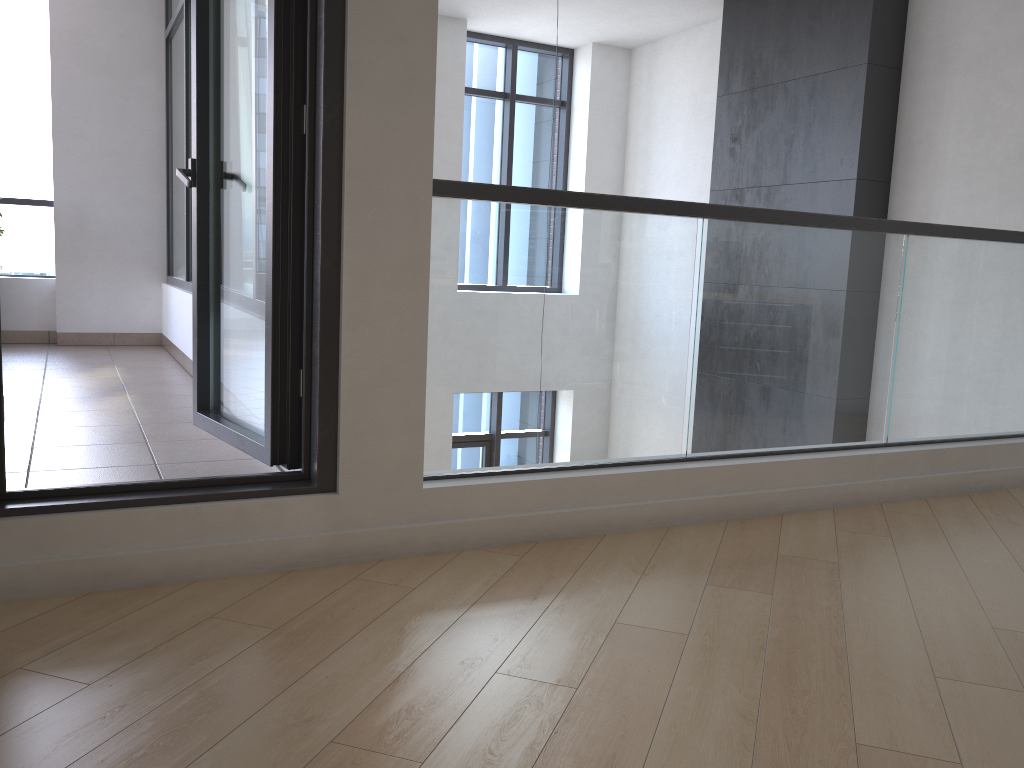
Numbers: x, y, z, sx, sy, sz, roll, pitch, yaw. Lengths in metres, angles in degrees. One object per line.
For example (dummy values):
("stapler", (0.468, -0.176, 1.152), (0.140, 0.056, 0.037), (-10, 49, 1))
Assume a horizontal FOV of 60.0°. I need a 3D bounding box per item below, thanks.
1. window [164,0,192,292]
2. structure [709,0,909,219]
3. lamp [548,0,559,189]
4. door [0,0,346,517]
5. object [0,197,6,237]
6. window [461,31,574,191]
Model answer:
("window", (-1.508, -1.649, 4.728), (0.170, 2.402, 5.002), (-1, 9, -27))
("structure", (1.818, 0.232, 6.697), (0.722, 6.351, 1.500), (-1, 9, -27))
("lamp", (0.214, -0.645, 5.786), (1.000, 4.513, 1.000), (-1, 8, -25))
("door", (-1.052, -0.985, 2.567), (0.905, 2.500, 0.924), (-1, 9, -27))
("object", (-3.996, -0.792, 6.276), (0.731, 1.338, 0.721), (-1, 8, -23))
("window", (-0.058, -2.114, 8.692), (1.310, 2.402, 0.170), (-1, 9, -27))
